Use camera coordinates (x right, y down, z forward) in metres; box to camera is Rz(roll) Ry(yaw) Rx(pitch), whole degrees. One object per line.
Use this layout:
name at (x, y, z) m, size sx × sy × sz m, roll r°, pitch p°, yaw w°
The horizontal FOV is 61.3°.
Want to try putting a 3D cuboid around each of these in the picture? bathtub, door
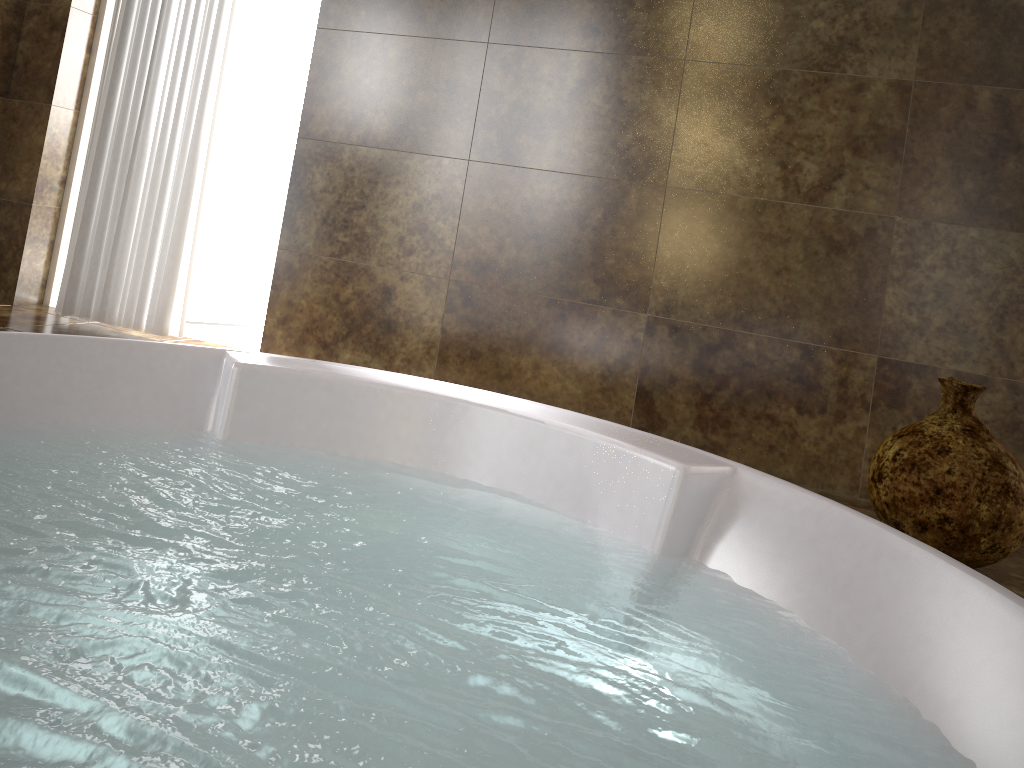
bathtub at (-0.326, 0.252, 0.816) m, size 1.727 × 0.520 × 1.793 m, roll 2°, pitch 11°, yaw -42°
door at (-1.122, -1.363, 3.531) m, size 0.942 × 2.220 × 0.040 m, roll 10°, pitch -3°, yaw -39°

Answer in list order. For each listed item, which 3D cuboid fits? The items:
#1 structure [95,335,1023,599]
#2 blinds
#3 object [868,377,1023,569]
structure at (-0.328, 0.259, 0.817) m, size 2.027 × 0.123 × 2.005 m, roll 12°, pitch 10°, yaw 17°
blinds at (-1.118, -1.305, 2.891) m, size 0.491 × 2.270 × 0.067 m, roll 8°, pitch -4°, yaw 17°
object at (0.679, 0.132, 1.336) m, size 0.228 × 0.274 × 0.232 m, roll 9°, pitch 2°, yaw -11°
